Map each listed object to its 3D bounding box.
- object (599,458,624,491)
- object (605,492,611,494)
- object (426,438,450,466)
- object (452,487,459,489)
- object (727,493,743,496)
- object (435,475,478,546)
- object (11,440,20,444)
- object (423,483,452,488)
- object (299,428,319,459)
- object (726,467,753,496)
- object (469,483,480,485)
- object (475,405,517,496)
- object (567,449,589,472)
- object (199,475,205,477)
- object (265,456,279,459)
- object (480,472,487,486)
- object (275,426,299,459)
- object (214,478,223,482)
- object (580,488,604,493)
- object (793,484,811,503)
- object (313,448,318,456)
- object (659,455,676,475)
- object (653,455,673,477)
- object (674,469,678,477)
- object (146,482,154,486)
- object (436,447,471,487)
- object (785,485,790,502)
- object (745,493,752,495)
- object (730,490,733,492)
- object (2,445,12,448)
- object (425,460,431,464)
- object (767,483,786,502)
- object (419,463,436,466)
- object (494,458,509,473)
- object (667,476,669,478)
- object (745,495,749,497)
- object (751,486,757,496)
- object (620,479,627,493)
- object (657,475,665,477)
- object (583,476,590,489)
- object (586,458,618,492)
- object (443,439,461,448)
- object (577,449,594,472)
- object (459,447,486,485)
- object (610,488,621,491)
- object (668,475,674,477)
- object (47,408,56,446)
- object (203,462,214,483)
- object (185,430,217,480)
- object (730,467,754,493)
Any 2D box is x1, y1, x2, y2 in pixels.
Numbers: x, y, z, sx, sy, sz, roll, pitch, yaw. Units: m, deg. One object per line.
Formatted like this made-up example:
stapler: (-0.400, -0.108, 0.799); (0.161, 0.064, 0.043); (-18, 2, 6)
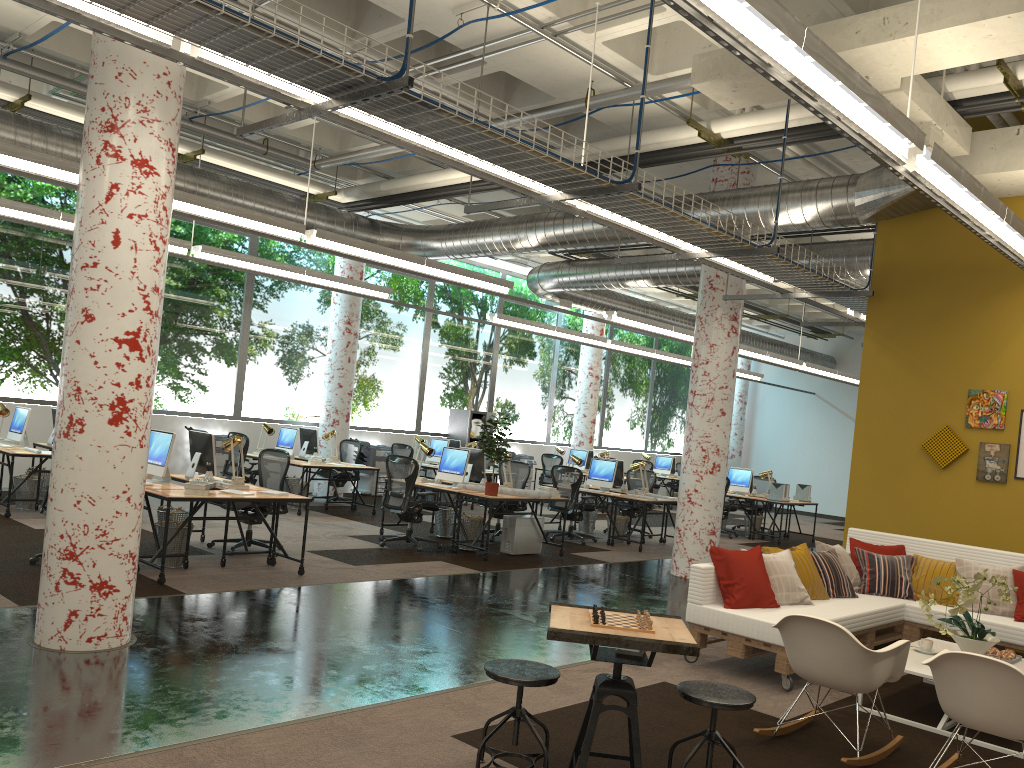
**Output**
object: (1.542, 1.424, 13.940); (0.482, 0.485, 0.190); (5, -1, 43)
object: (1.411, 1.594, 13.003); (0.059, 0.029, 0.106); (4, -3, 44)
object: (-1.566, 1.579, 16.118); (1.075, 1.209, 0.191); (5, 0, 44)
object: (-0.678, 1.255, 10.676); (0.059, 0.029, 0.106); (4, -3, 44)
object: (3.966, 1.999, 16.062); (0.438, 0.017, 0.119); (3, -4, 43)
object: (-0.681, 1.550, 11.097); (0.846, 0.933, 0.105); (5, 0, 39)
object: (-6.251, 0.655, 11.158); (0.101, 0.209, 0.101); (6, 0, -2)
object: (-0.911, 1.249, 10.906); (0.438, 0.017, 0.119); (3, -4, 43)
object: (-3.278, 0.955, 14.200); (0.482, 0.485, 0.190); (5, -1, 43)
object: (4.160, 1.791, 16.205); (0.482, 0.485, 0.190); (5, -1, 43)
object: (-0.399, 1.340, 11.759); (0.438, 0.017, 0.119); (3, -4, 43)
object: (-0.215, 0.759, 10.289); (0.512, 1.078, 0.440); (6, 0, 34)
object: (1.405, 1.638, 18.812); (0.482, 0.485, 0.190); (5, -1, 43)
object: (-3.201, 0.957, 9.210); (0.059, 0.029, 0.106); (4, -3, 44)
object: (-3.643, 1.120, 13.494); (0.438, 0.017, 0.119); (3, -4, 43)
object: (-0.356, 1.230, 11.338); (0.101, 0.209, 0.101); (6, 0, -2)
object: (-3.450, 0.911, 13.636); (0.482, 0.485, 0.190); (5, -1, 43)
object: (-2.969, 0.975, 8.980); (0.438, 0.017, 0.119); (3, -4, 43)
object: (1.177, 1.589, 13.233); (0.438, 0.017, 0.119); (3, -4, 43)
object: (5.312, 1.997, 16.175); (0.280, 0.302, 0.150); (5, -1, 43)
object: (-3.088, 1.100, 13.926); (0.101, 0.209, 0.101); (6, 0, -2)
object: (3.794, 2.014, 21.741); (0.482, 0.485, 0.190); (5, -1, 43)
object: (3.623, 1.970, 21.177); (0.482, 0.485, 0.190); (5, -1, 43)
object: (3.984, 2.159, 21.466); (0.101, 0.209, 0.101); (6, 0, -2)
object: (-3.248, 0.890, 7.897); (0.059, 0.029, 0.106); (4, -3, 44)
object: (-0.717, 1.041, 11.049); (0.482, 0.485, 0.190); (5, -1, 43)
object: (4.722, 1.909, 15.546); (0.280, 0.302, 0.150); (5, -1, 43)
object: (4.478, 2.090, 16.915); (0.438, 0.017, 0.119); (3, -4, 43)
object: (4.246, 2.071, 17.145); (0.059, 0.029, 0.106); (4, -3, 44)
object: (-5.994, 0.739, 10.508); (0.059, 0.029, 0.106); (4, -3, 44)
object: (-1.534, 1.361, 16.187); (0.101, 0.209, 0.101); (6, 0, -2)
object: (4.621, 1.893, 15.439); (0.280, 0.302, 0.150); (5, -1, 43)
object: (-1.510, 1.439, 15.768); (0.438, 0.017, 0.119); (3, -4, 43)
object: (-0.164, 1.436, 15.880); (0.280, 0.302, 0.150); (5, -1, 43)
object: (3.663, 2.185, 20.804); (0.059, 0.029, 0.106); (4, -3, 44)
object: (4.199, 2.005, 15.832); (0.059, 0.029, 0.106); (4, -3, 44)
object: (4.521, 1.980, 16.495); (0.101, 0.209, 0.101); (6, 0, -2)
object: (1.732, 1.569, 13.665); (0.101, 0.209, 0.101); (6, 0, -2)
object: (3.429, 2.179, 21.034); (0.438, 0.017, 0.119); (3, -4, 43)
object: (1.154, 1.510, 13.652); (0.101, 0.209, 0.101); (6, 0, -2)
object: (1.371, 1.380, 13.376); (0.482, 0.485, 0.190); (5, -1, 43)
object: (-1.145, 1.274, 16.475); (0.482, 0.485, 0.190); (5, -1, 43)
object: (1.576, 1.682, 19.376); (0.482, 0.485, 0.190); (5, -1, 43)
object: (-0.546, 1.085, 11.613); (0.482, 0.485, 0.190); (5, -1, 43)
object: (1.690, 1.680, 14.086); (0.438, 0.017, 0.119); (3, -4, 43)
object: (3.942, 2.270, 21.887); (0.438, 0.017, 0.119); (3, -4, 43)
object: (-5.862, 0.568, 11.446); (0.482, 0.485, 0.190); (5, -1, 43)
object: (-2.926, 0.865, 8.560); (0.101, 0.209, 0.101); (6, 0, -2)
object: (-3.116, 0.720, 8.834); (0.482, 0.485, 0.190); (5, -1, 43)
object: (4.331, 1.835, 16.769); (0.482, 0.485, 0.190); (5, -1, 43)
